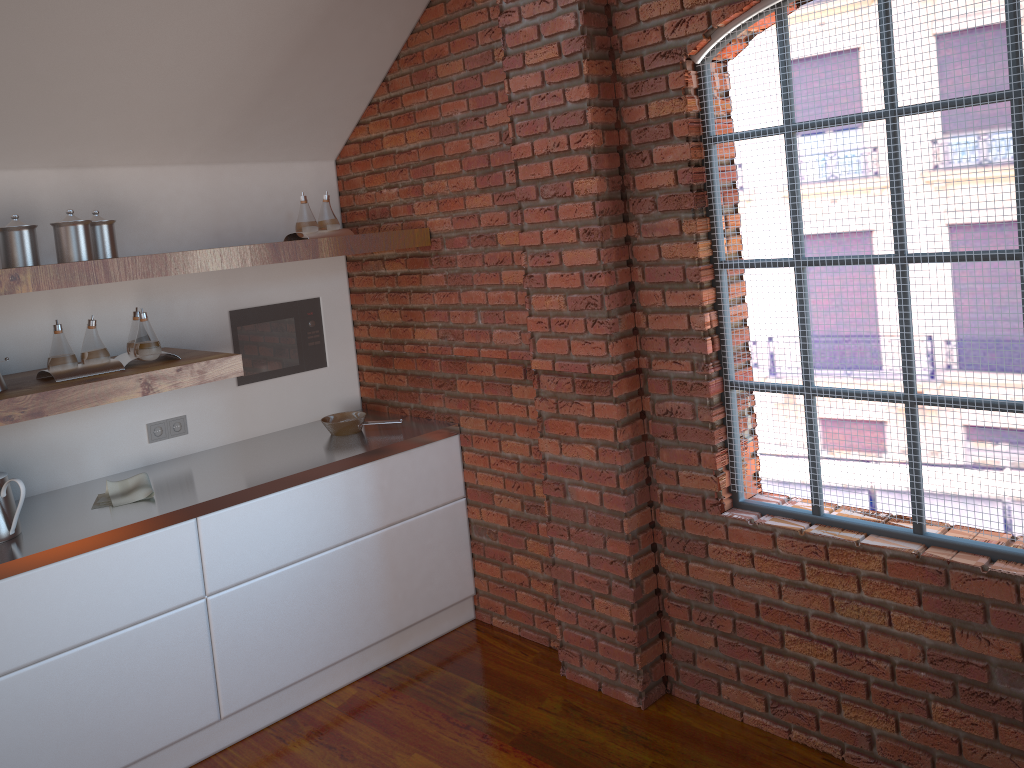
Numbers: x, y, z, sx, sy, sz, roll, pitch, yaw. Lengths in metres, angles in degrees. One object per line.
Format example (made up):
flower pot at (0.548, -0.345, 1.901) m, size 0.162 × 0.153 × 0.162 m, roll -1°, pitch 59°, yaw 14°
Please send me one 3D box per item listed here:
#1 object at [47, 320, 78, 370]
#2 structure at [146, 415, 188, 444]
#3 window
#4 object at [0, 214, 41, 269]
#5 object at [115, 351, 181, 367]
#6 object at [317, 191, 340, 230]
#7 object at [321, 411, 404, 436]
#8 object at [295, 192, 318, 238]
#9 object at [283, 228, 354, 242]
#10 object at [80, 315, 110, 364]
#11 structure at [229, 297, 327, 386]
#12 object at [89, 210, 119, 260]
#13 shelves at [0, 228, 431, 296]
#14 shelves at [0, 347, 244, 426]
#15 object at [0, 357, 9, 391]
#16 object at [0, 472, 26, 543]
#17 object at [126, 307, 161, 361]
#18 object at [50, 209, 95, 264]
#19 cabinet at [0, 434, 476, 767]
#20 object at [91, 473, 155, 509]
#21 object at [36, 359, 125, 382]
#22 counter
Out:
object at (-1.522, -0.122, 2.966) m, size 0.094 × 0.189 × 0.093 m, roll -9°, pitch 6°, yaw -31°
structure at (-1.418, 0.184, 3.609) m, size 0.162 × 0.079 × 0.033 m, roll -14°, pitch 9°, yaw -43°
window at (5.026, -0.371, 1.655) m, size 17.407 × 9.822 × 3.674 m, roll 1°, pitch 7°, yaw 36°
object at (-1.632, -0.474, 2.907) m, size 0.128 × 0.176 × 0.129 m, roll 0°, pitch 8°, yaw 41°
object at (-1.333, -0.099, 3.195) m, size 0.197 × 0.032 × 0.224 m, roll -13°, pitch 13°, yaw -34°
object at (-0.778, -0.718, 3.710) m, size 0.093 × 0.190 × 0.094 m, roll -6°, pitch 5°, yaw 0°
object at (-0.653, 0.176, 3.753) m, size 0.347 × 0.073 × 0.197 m, roll 0°, pitch 11°, yaw 26°
object at (-0.853, -0.697, 3.632) m, size 0.094 × 0.189 × 0.093 m, roll -9°, pitch 6°, yaw -31°
object at (-0.808, -0.625, 3.675) m, size 0.195 × 0.032 × 0.226 m, roll 5°, pitch 15°, yaw 44°
object at (-1.447, -0.143, 3.044) m, size 0.093 × 0.190 × 0.094 m, roll -6°, pitch 5°, yaw 0°
structure at (-1.046, -0.198, 3.976) m, size 0.462 × 0.331 × 0.013 m, roll -13°, pitch 8°, yaw -43°
object at (-1.472, -0.531, 3.130) m, size 0.128 × 0.176 × 0.129 m, roll 0°, pitch 8°, yaw 41°
shelves at (-1.280, -0.453, 3.294) m, size 0.655 × 0.075 × 2.002 m, roll 5°, pitch 15°, yaw 45°
shelves at (-1.567, 0.016, 3.002) m, size 1.079 × 0.075 × 0.655 m, roll -16°, pitch 15°, yaw -43°
object at (-1.670, -0.024, 2.798) m, size 0.106 × 0.099 × 0.107 m, roll -6°, pitch 7°, yaw -2°
object at (-1.672, 0.377, 2.774) m, size 0.303 × 0.236 × 0.182 m, roll -7°, pitch 6°, yaw -13°
object at (-1.341, -0.181, 3.190) m, size 0.094 × 0.191 × 0.203 m, roll -9°, pitch 8°, yaw -34°
object at (-1.465, -0.495, 2.935) m, size 0.128 × 0.176 × 0.129 m, roll 0°, pitch 8°, yaw 41°
cabinet at (-1.137, 0.790, 3.356) m, size 2.009 × 0.810 × 0.712 m, roll -15°, pitch 11°, yaw -43°
object at (-1.372, 0.371, 3.104) m, size 0.205 × 0.061 × 0.197 m, roll -9°, pitch 11°, yaw -21°
object at (-1.477, -0.050, 3.009) m, size 0.195 × 0.032 × 0.226 m, roll 5°, pitch 15°, yaw 44°
counter at (-1.178, 0.364, 3.328) m, size 0.715 × 0.044 × 2.009 m, roll 5°, pitch 15°, yaw 45°
